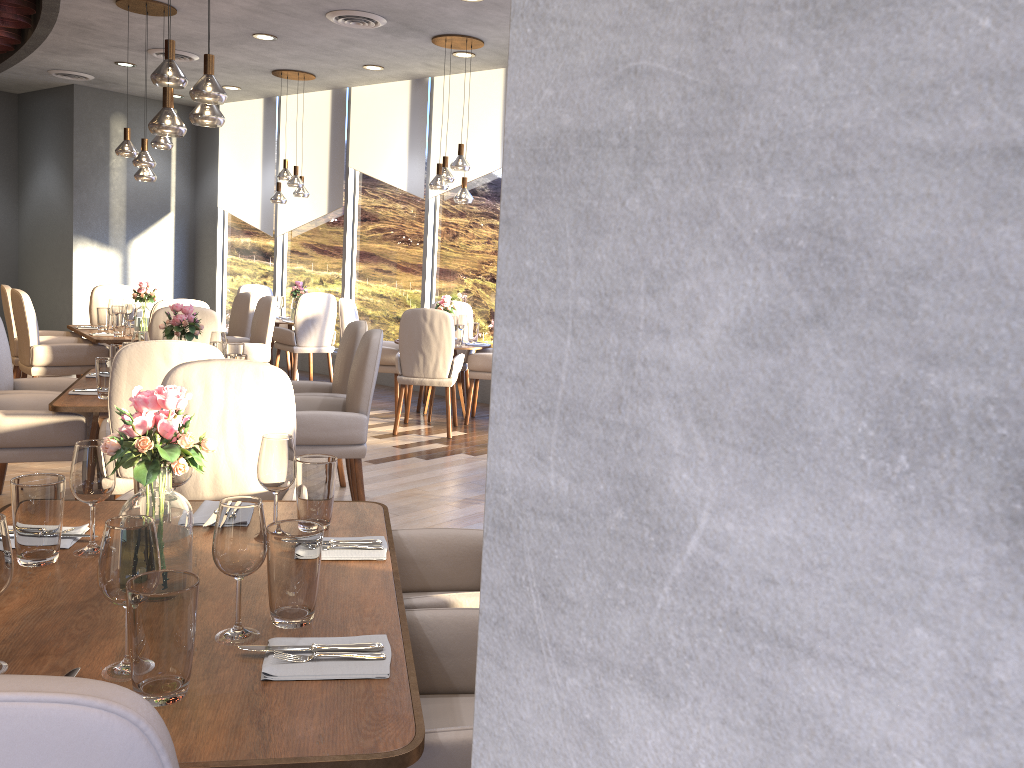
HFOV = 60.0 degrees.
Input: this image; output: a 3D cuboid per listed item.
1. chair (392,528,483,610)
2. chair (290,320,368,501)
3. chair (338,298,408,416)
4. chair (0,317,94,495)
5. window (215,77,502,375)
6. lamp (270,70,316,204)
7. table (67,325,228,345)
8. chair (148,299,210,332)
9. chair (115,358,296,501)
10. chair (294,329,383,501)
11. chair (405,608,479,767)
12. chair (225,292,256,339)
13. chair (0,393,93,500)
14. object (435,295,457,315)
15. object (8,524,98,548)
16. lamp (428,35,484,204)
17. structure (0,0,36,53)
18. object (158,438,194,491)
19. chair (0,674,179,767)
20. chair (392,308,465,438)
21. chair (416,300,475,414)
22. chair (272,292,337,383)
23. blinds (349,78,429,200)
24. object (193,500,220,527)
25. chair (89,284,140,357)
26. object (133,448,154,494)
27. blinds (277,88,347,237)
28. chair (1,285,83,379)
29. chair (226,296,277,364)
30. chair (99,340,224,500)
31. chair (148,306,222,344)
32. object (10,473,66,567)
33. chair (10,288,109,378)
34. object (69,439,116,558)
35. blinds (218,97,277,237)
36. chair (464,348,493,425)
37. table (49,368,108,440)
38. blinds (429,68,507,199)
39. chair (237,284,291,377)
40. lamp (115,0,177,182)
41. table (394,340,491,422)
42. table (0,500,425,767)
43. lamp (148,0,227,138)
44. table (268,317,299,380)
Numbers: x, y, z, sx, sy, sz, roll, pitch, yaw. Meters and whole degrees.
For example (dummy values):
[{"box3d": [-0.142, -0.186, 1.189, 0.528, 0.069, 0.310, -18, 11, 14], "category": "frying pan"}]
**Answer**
[{"box3d": [-0.123, 0.549, 2.180, 0.599, 0.997, 0.530, 2, 6, -14], "category": "chair"}, {"box3d": [-1.123, 0.140, 4.893, 0.599, 0.997, 0.530, 1, 6, -21], "category": "chair"}, {"box3d": [-1.213, -0.234, 7.725, 0.600, 0.997, 0.530, 4, 6, 4], "category": "chair"}, {"box3d": [-2.397, 0.124, 4.487, 0.599, 0.997, 0.530, 1, 6, -15], "category": "chair"}, {"box3d": [1.080, -0.980, 4.004, 8.058, 3.188, 16.181, 2, 7, -7], "category": "window"}, {"box3d": [-2.281, -2.529, 9.188, 0.440, 1.322, 0.440, 8, 7, 37], "category": "lamp"}, {"box3d": [-2.969, -0.089, 7.155, 0.965, 0.663, 1.311, -2, 9, -35], "category": "table"}, {"box3d": [-2.493, -0.139, 6.459, 0.528, 0.997, 0.601, -2, 8, -38], "category": "chair"}, {"box3d": [-0.885, 0.454, 2.591, 0.528, 0.997, 0.602, 2, 6, -8], "category": "chair"}, {"box3d": [-0.955, 0.219, 4.356, 0.599, 0.997, 0.530, 1, 6, -15], "category": "chair"}, {"box3d": [-0.024, 0.626, 1.626, 0.599, 0.997, 0.530, 2, 6, -8], "category": "chair"}, {"box3d": [-2.585, -0.312, 7.751, 0.600, 0.997, 0.530, -2, 8, -37], "category": "chair"}, {"box3d": [-2.208, 0.204, 3.954, 0.599, 0.997, 0.530, 1, 7, -23], "category": "chair"}, {"box3d": [-0.577, -0.562, 7.636, 0.198, 0.414, 0.210, 7, 7, 36], "category": "object"}, {"box3d": [-1.067, 0.341, 2.013, 0.255, 0.019, 0.158, 2, 7, -8], "category": "object"}, {"box3d": [-0.488, -2.208, 7.480, 0.440, 1.322, 0.440, 7, 7, 31], "category": "lamp"}, {"box3d": [-3.892, -2.520, 4.352, 2.754, 0.555, 9.488, 0, 8, -22], "category": "structure"}, {"box3d": [-0.801, 0.232, 2.095, 0.092, 0.244, 0.092, 8, 8, 41], "category": "object"}, {"box3d": [-0.558, 0.682, 0.978, 0.528, 0.997, 0.602, 2, 6, -14], "category": "chair"}, {"box3d": [-0.661, -0.118, 7.064, 0.528, 0.997, 0.602, 3, 6, 1], "category": "chair"}, {"box3d": [-0.606, -0.266, 8.218, 0.528, 0.997, 0.602, 3, 6, 1], "category": "chair"}, {"box3d": [-2.084, -0.440, 8.940, 0.528, 0.997, 0.601, -2, 8, -38], "category": "chair"}, {"box3d": [-1.291, -3.290, 9.321, 1.176, 2.672, 0.007, 8, 7, 38], "category": "blinds"}, {"box3d": [-0.730, 0.328, 2.252, 0.157, 0.019, 0.256, 2, 7, -7], "category": "object"}, {"box3d": [-3.461, -0.367, 7.809, 0.528, 0.997, 0.601, -1, 7, -32], "category": "chair"}, {"box3d": [-0.878, 0.250, 2.176, 0.102, 0.178, 0.102, 5, 6, 19], "category": "object"}, {"box3d": [-2.289, -3.012, 10.135, 1.176, 2.672, 0.007, 8, 7, 38], "category": "blinds"}, {"box3d": [-3.688, -0.273, 6.994, 0.600, 0.997, 0.530, -1, 7, -32], "category": "chair"}, {"box3d": [-2.268, -0.234, 7.287, 0.600, 0.997, 0.530, -1, 7, -32], "category": "chair"}, {"box3d": [-1.404, 0.289, 3.633, 0.528, 0.997, 0.602, 1, 7, -21], "category": "chair"}, {"box3d": [-1.943, 0.055, 5.202, 0.528, 0.997, 0.602, 1, 6, -16], "category": "chair"}, {"box3d": [-0.992, 0.286, 1.855, 0.102, 0.178, 0.102, 6, 7, 28], "category": "object"}, {"box3d": [-3.351, -0.196, 6.540, 0.600, 0.997, 0.530, -2, 8, -39], "category": "chair"}, {"box3d": [-0.912, 0.247, 1.929, 0.092, 0.244, 0.092, 7, 7, 34], "category": "object"}, {"box3d": [-3.263, -3.166, 10.907, 1.176, 2.672, 0.007, 8, 7, 38], "category": "blinds"}, {"box3d": [-0.060, -0.156, 7.607, 0.600, 0.997, 0.530, 4, 6, 5], "category": "chair"}, {"box3d": [-1.673, 0.337, 4.432, 0.964, 0.663, 1.312, 1, 7, -18], "category": "table"}, {"box3d": [-0.318, -3.137, 8.551, 1.176, 2.672, 0.007, 8, 7, 38], "category": "blinds"}, {"box3d": [-2.774, -0.598, 9.865, 0.528, 0.997, 0.601, -2, 8, -38], "category": "chair"}, {"box3d": [-2.863, -2.265, 6.926, 0.439, 1.322, 0.441, 2, 6, -13], "category": "lamp"}, {"box3d": [-0.613, -0.028, 7.684, 0.835, 0.660, 0.835, 8, 8, 37], "category": "table"}, {"box3d": [-0.723, 0.733, 1.789, 0.964, 0.663, 1.312, 2, 7, -11], "category": "table"}, {"box3d": [-1.530, -1.840, 4.223, 0.440, 1.322, 0.440, 9, 8, 43], "category": "lamp"}, {"box3d": [-2.405, -0.350, 9.408, 0.836, 0.660, 0.835, 9, 9, 40], "category": "table"}]
